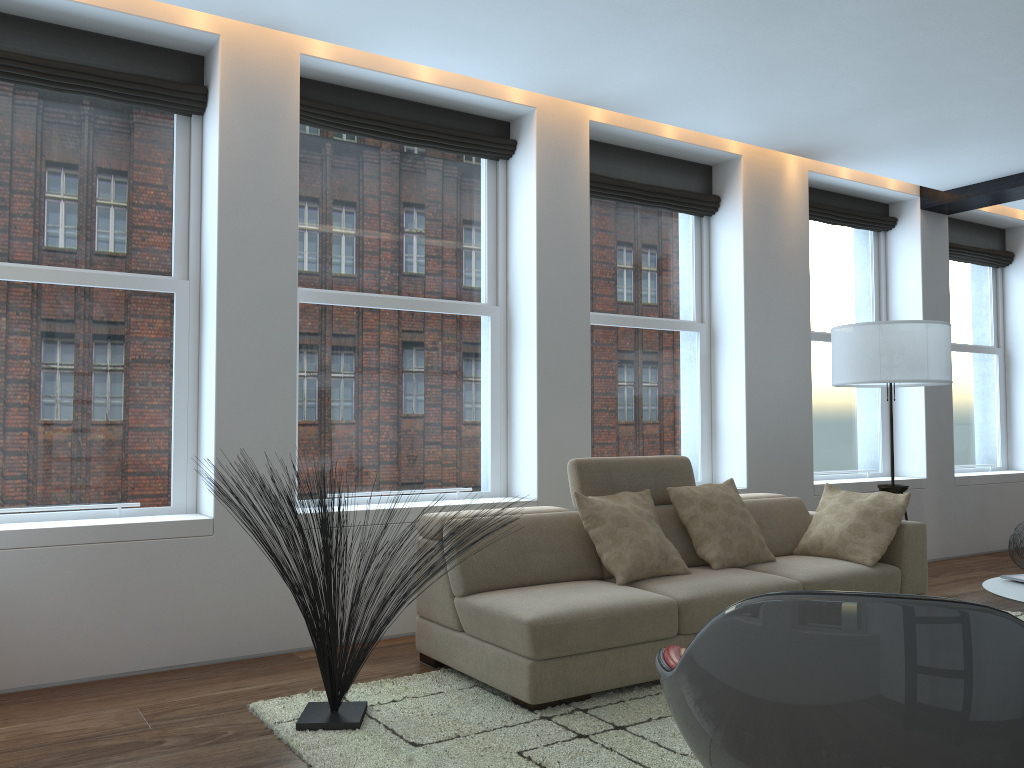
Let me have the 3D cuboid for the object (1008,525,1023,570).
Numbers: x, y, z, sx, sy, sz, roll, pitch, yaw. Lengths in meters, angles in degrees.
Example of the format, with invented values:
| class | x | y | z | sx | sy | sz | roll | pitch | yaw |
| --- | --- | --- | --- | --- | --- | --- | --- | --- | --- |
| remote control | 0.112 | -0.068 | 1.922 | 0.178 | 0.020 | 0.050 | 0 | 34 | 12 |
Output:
| class | x | y | z | sx | sy | sz | roll | pitch | yaw |
| --- | --- | --- | --- | --- | --- | --- | --- | --- | --- |
| object | 3.986 | 1.030 | 6.664 | 0.458 | 0.781 | 0.458 | 2 | -3 | -33 |

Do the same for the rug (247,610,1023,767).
| class | x | y | z | sx | sy | sz | roll | pitch | yaw |
| --- | --- | --- | --- | --- | --- | --- | --- | --- | --- |
| rug | 1.549 | 1.259 | 3.380 | 4.231 | 0.020 | 2.972 | 2 | -3 | -33 |

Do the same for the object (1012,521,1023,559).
| class | x | y | z | sx | sy | sz | roll | pitch | yaw |
| --- | --- | --- | --- | --- | --- | --- | --- | --- | --- |
| object | 4.262 | 1.050 | 7.097 | 0.458 | 0.781 | 0.458 | 2 | -3 | -33 |

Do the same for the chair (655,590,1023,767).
| class | x | y | z | sx | sy | sz | roll | pitch | yaw |
| --- | --- | --- | --- | --- | --- | --- | --- | --- | --- |
| chair | 0.666 | 0.766 | 1.733 | 0.810 | 0.818 | 0.669 | -2 | -3 | 37 |

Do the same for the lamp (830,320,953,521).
| class | x | y | z | sx | sy | sz | roll | pitch | yaw |
| --- | --- | --- | --- | --- | --- | --- | --- | --- | --- |
| lamp | 2.376 | 0.502 | 5.538 | 0.698 | 1.728 | 0.698 | 0 | -3 | -9 |

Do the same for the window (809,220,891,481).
| class | x | y | z | sx | sy | sz | roll | pitch | yaw |
| --- | --- | --- | --- | --- | --- | --- | --- | --- | --- |
| window | 2.608 | -0.353 | 7.200 | 1.391 | 2.400 | 0.123 | 2 | -3 | -33 |

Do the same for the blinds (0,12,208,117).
| class | x | y | z | sx | sy | sz | roll | pitch | yaw |
| --- | --- | --- | --- | --- | --- | --- | --- | --- | --- |
| blinds | -2.146 | -1.538 | 4.147 | 1.377 | 0.327 | 0.156 | 2 | -3 | -33 |

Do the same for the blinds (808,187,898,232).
| class | x | y | z | sx | sy | sz | roll | pitch | yaw |
| --- | --- | --- | --- | --- | --- | --- | --- | --- | --- |
| blinds | 2.639 | -1.429 | 7.198 | 1.396 | 0.275 | 0.156 | 2 | -3 | -33 |

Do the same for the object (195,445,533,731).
| class | x | y | z | sx | sy | sz | roll | pitch | yaw |
| --- | --- | --- | --- | --- | --- | --- | --- | --- | --- |
| object | -0.530 | 0.745 | 3.328 | 1.119 | 1.014 | 1.125 | -3 | -4 | 44 |

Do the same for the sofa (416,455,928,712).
| class | x | y | z | sx | sy | sz | roll | pitch | yaw |
| --- | --- | --- | --- | --- | --- | --- | --- | --- | --- |
| sofa | 0.884 | 0.847 | 4.478 | 2.581 | 0.950 | 1.018 | 2 | -3 | -33 |

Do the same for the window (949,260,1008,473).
| class | x | y | z | sx | sy | sz | roll | pitch | yaw |
| --- | --- | --- | --- | --- | --- | --- | --- | --- | --- |
| window | 4.135 | -0.310 | 8.173 | 1.432 | 2.400 | 0.123 | 2 | -3 | -33 |

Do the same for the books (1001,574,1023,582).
| class | x | y | z | sx | sy | sz | roll | pitch | yaw |
| --- | --- | --- | --- | --- | --- | --- | --- | --- | --- |
| books | 2.355 | 0.865 | 3.897 | 0.220 | 0.010 | 0.300 | 1 | -3 | -18 |

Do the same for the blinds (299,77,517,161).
| class | x | y | z | sx | sy | sz | roll | pitch | yaw |
| --- | --- | --- | --- | --- | --- | --- | --- | --- | --- |
| blinds | -0.615 | -1.521 | 5.124 | 1.442 | 0.275 | 0.156 | 2 | -3 | -33 |

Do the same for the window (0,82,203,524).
| class | x | y | z | sx | sy | sz | roll | pitch | yaw |
| --- | --- | --- | --- | --- | --- | --- | --- | --- | --- |
| window | -10.681 | 0.226 | 6.001 | 13.698 | 17.917 | 34.761 | 2 | -3 | -33 |

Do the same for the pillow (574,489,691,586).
| class | x | y | z | sx | sy | sz | roll | pitch | yaw |
| --- | --- | --- | --- | --- | --- | --- | --- | --- | --- |
| pillow | 0.571 | 0.720 | 4.284 | 0.519 | 0.416 | 0.368 | 2 | -3 | -37 |

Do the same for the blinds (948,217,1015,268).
| class | x | y | z | sx | sy | sz | roll | pitch | yaw |
| --- | --- | --- | --- | --- | --- | --- | --- | --- | --- |
| blinds | 4.175 | -1.326 | 8.156 | 1.431 | 0.395 | 0.183 | 2 | -3 | -33 |

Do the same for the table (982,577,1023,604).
| class | x | y | z | sx | sy | sz | roll | pitch | yaw |
| --- | --- | --- | --- | --- | --- | --- | --- | --- | --- |
| table | 2.517 | 1.064 | 3.647 | 1.022 | 0.393 | 1.022 | -1 | -3 | 12 |

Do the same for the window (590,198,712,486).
| class | x | y | z | sx | sy | sz | roll | pitch | yaw |
| --- | --- | --- | --- | --- | --- | --- | --- | --- | --- |
| window | 0.865 | -0.402 | 6.089 | 1.345 | 2.400 | 0.123 | 2 | -3 | -33 |

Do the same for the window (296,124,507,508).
| class | x | y | z | sx | sy | sz | roll | pitch | yaw |
| --- | --- | --- | --- | --- | --- | --- | --- | --- | --- |
| window | -0.648 | -0.445 | 5.124 | 1.444 | 2.400 | 0.123 | 2 | -3 | -33 |

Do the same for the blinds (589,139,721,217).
| class | x | y | z | sx | sy | sz | roll | pitch | yaw |
| --- | --- | --- | --- | --- | --- | --- | --- | --- | --- |
| blinds | 0.895 | -1.419 | 6.084 | 1.342 | 0.393 | 0.156 | 2 | -3 | -33 |

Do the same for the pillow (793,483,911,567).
| class | x | y | z | sx | sy | sz | roll | pitch | yaw |
| --- | --- | --- | --- | --- | --- | --- | --- | --- | --- |
| pillow | 1.860 | 0.755 | 4.838 | 0.395 | 0.393 | 0.518 | 2 | -3 | -36 |

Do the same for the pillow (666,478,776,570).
| class | x | y | z | sx | sy | sz | roll | pitch | yaw |
| --- | --- | --- | --- | --- | --- | --- | --- | --- | --- |
| pillow | 1.091 | 0.725 | 4.631 | 0.534 | 0.439 | 0.301 | 2 | -3 | -36 |
